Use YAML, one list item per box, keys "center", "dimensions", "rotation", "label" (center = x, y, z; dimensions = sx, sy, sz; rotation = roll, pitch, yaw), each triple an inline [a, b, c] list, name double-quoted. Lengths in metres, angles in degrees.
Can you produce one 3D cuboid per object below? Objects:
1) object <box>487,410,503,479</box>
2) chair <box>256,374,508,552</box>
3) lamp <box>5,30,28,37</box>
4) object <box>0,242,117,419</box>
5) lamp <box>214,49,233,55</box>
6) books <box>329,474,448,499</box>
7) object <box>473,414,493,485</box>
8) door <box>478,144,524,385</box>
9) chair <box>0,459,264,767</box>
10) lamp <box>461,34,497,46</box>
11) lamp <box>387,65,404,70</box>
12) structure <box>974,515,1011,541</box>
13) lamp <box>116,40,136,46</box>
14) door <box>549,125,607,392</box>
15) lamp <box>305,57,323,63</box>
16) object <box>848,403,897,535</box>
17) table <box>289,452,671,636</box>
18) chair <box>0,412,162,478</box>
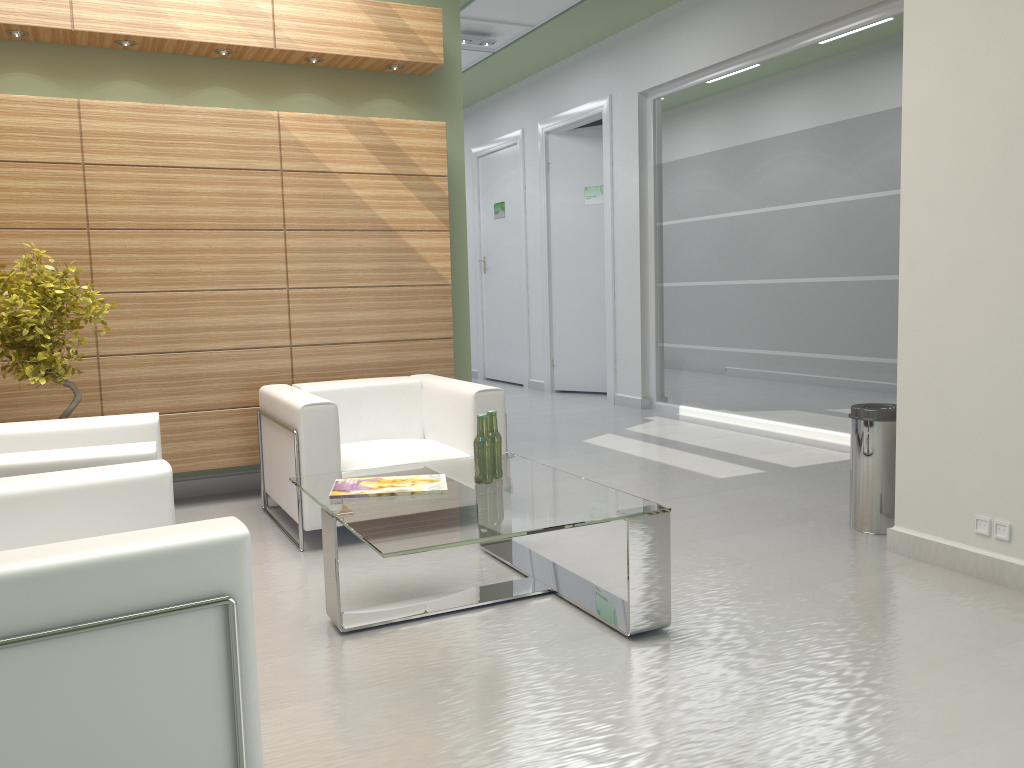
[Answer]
- center: [-0.135, 0.422, 6.191]
  dimensions: [0.131, 0.475, 0.131]
  rotation: [2, 7, 29]
  label: "object"
- center: [-1.235, 0.629, 8.258]
  dimensions: [1.894, 1.234, 1.802]
  rotation: [-4, 7, -26]
  label: "chair"
- center: [-4.486, -3.201, 8.032]
  dimensions: [0.181, 0.074, 0.181]
  rotation: [-5, 7, -31]
  label: "lamp"
- center: [-3.862, 0.140, 7.134]
  dimensions: [1.116, 2.565, 1.201]
  rotation: [2, 7, 32]
  label: "object"
- center: [-2.870, -3.327, 8.817]
  dimensions: [0.181, 0.074, 0.181]
  rotation: [-5, 7, -31]
  label: "lamp"
- center: [-0.824, 0.688, 5.988]
  dimensions: [0.762, 0.025, 0.508]
  rotation: [-2, 6, -6]
  label: "books"
- center: [-0.198, 0.441, 6.026]
  dimensions: [0.131, 0.475, 0.131]
  rotation: [2, 7, 29]
  label: "object"
- center: [-0.266, -2.590, 19.715]
  dimensions: [0.250, 5.083, 2.089]
  rotation: [-4, 7, -26]
  label: "door"
- center: [-2.151, 1.137, 3.640]
  dimensions: [1.802, 1.234, 1.894]
  rotation: [-5, 7, -31]
  label: "chair"
- center: [-0.615, -5.818, 14.932]
  dimensions: [0.657, 0.159, 0.286]
  rotation: [-4, 7, -26]
  label: "lamp"
- center: [-1.266, -3.453, 9.597]
  dimensions: [0.181, 0.074, 0.181]
  rotation: [-5, 7, -31]
  label: "lamp"
- center: [3.264, 0.977, 6.030]
  dimensions: [0.017, 0.118, 0.262]
  rotation: [-4, 7, -26]
  label: "structure"
- center: [-3.670, -3.265, 8.429]
  dimensions: [0.181, 0.074, 0.181]
  rotation: [1, 7, 24]
  label: "lamp"
- center: [1.673, -2.371, 17.105]
  dimensions: [2.089, 5.083, 0.134]
  rotation: [2, 7, 34]
  label: "door"
- center: [-2.060, -3.391, 9.211]
  dimensions: [0.181, 0.074, 0.181]
  rotation: [1, 7, 24]
  label: "lamp"
- center: [3.057, 0.696, 7.396]
  dimensions: [0.482, 1.027, 0.483]
  rotation: [3, 7, 35]
  label: "object"
- center: [-0.329, 1.074, 5.874]
  dimensions: [1.783, 0.742, 2.197]
  rotation: [-4, 7, -26]
  label: "table"
- center: [-3.161, 0.946, 5.725]
  dimensions: [1.769, 1.234, 1.894]
  rotation: [-4, 6, -21]
  label: "chair"
